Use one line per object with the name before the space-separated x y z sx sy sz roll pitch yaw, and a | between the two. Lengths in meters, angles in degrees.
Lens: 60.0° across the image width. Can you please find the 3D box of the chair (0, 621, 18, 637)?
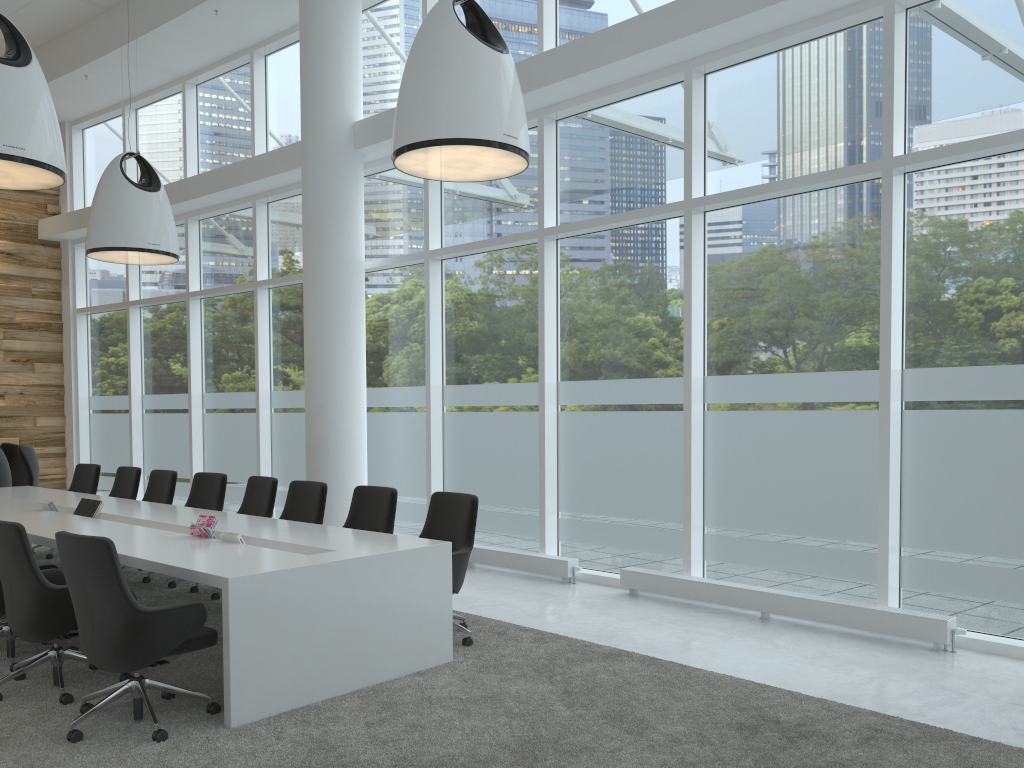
chair | -3.715 1.241 5.881 0.685 0.968 0.673 0 1 36

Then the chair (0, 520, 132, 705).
chair | -2.525 1.204 4.887 0.685 0.968 0.673 0 1 41

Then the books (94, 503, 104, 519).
books | -3.436 1.062 7.140 0.352 0.242 0.158 -1 1 41

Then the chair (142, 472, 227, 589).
chair | -2.930 1.301 8.027 0.685 0.968 0.673 0 1 36

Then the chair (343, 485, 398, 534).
chair | -1.174 1.244 6.441 0.685 0.968 0.673 0 1 41

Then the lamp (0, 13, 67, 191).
lamp | -3.398 -3.191 5.701 0.884 3.655 0.882 0 2 -3

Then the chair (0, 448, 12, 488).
chair | -6.148 1.286 10.006 0.917 1.155 0.912 0 1 1

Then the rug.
rug | -3.669 1.765 7.094 13.440 0.011 3.937 -2 -2 42

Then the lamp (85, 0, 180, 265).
lamp | -3.827 -3.093 8.874 0.884 3.655 0.882 -1 2 -5

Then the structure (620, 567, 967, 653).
structure | 1.889 1.613 6.473 0.150 0.214 2.687 -1 -1 -44

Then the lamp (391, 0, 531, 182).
lamp | -0.331 -3.212 5.543 0.884 3.655 0.882 0 2 -3

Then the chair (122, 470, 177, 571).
chair | -3.538 1.317 8.450 0.685 0.968 0.673 0 1 41

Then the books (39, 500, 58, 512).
books | -3.763 1.072 7.278 0.190 0.239 0.153 0 1 41

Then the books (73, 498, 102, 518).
books | -3.432 1.044 7.115 0.356 0.230 0.139 -1 1 41

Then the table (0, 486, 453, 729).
table | -3.315 1.389 6.971 6.553 0.741 1.499 -2 -2 41

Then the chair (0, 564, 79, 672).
chair | -3.107 1.224 5.458 0.685 0.968 0.673 0 1 41

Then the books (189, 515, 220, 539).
books | -2.010 1.021 5.818 0.230 0.276 0.596 -1 -1 -28

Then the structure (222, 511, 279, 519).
structure | -3.318 1.787 11.302 2.688 0.214 0.150 -2 0 40

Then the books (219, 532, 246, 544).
books | -1.680 1.018 5.444 0.203 0.227 0.143 0 1 40

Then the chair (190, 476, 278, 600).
chair | -2.327 1.282 7.523 0.673 0.968 0.685 -1 1 -44

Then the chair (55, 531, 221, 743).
chair | -1.845 1.184 4.334 0.685 0.968 0.673 0 1 36

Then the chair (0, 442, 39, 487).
chair | -6.490 1.324 11.196 0.913 1.155 0.916 0 1 31

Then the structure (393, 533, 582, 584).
structure | -0.372 1.692 8.703 2.687 0.214 0.150 -2 0 43

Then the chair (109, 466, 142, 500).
chair | -4.120 1.337 9.021 0.685 0.968 0.673 0 1 41

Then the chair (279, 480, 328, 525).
chair | -1.796 1.263 6.974 0.685 0.968 0.673 0 1 41

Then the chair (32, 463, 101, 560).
chair | -4.799 1.358 9.574 0.685 0.968 0.673 0 1 36

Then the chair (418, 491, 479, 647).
chair | -0.565 1.224 5.902 0.673 0.968 0.685 -1 1 -44
